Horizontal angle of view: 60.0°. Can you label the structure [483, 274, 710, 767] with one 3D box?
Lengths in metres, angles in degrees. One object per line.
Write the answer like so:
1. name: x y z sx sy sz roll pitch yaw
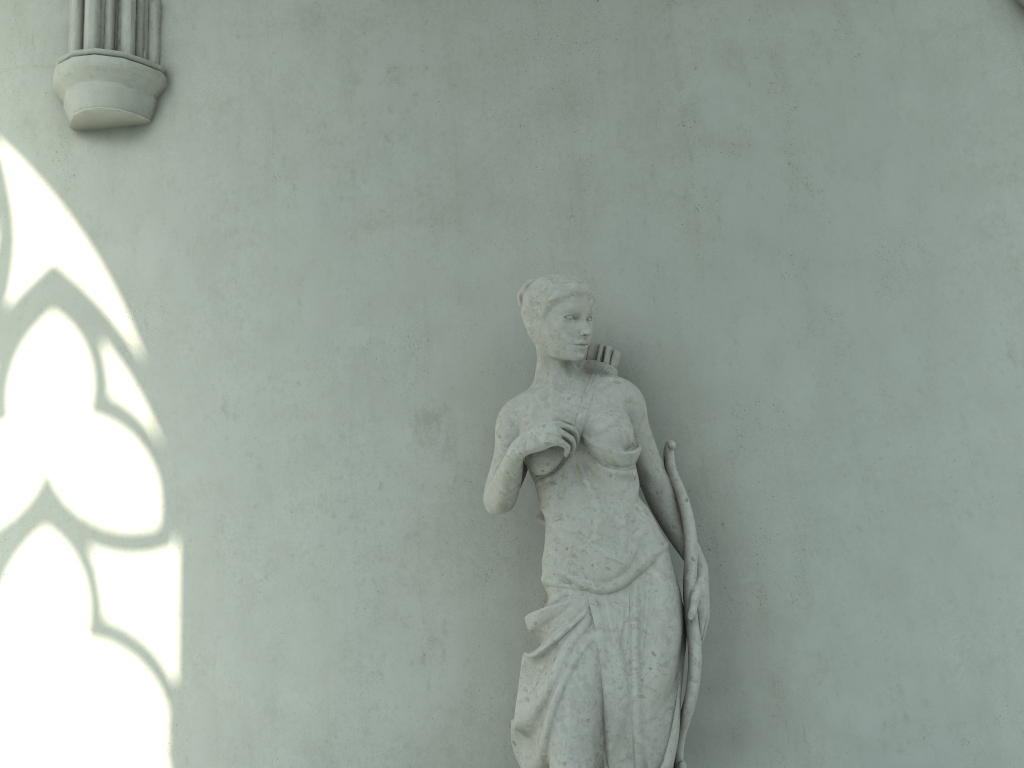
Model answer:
1. structure: 0.341 0.897 3.435 0.868 2.749 0.673 -3 -10 0
